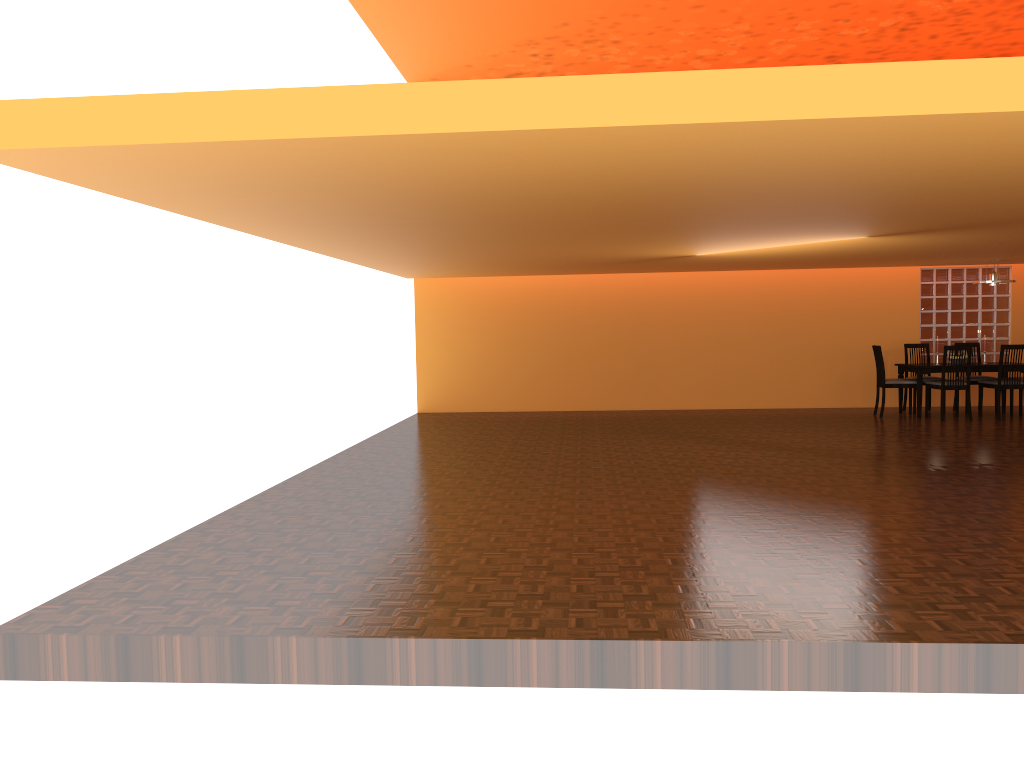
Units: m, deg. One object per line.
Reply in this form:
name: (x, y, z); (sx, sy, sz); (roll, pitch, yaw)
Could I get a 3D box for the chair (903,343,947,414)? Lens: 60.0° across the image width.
chair: (4.794, -0.066, 10.347); (0.373, 0.809, 0.465); (-1, 4, 5)

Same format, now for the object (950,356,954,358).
object: (4.907, -0.290, 9.879); (0.055, 0.046, 0.046); (-2, 4, -12)

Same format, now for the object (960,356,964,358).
object: (5.012, -0.278, 9.856); (0.066, 0.070, 0.055); (-2, 4, -14)

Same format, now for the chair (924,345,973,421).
chair: (4.731, -0.018, 9.584); (0.373, 0.809, 0.465); (-1, 4, 5)

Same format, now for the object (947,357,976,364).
object: (4.997, -0.259, 9.916); (0.337, 0.072, 0.337); (-3, 4, -29)

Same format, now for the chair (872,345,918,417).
chair: (4.322, -0.035, 10.000); (0.465, 0.809, 0.373); (-1, 4, 10)

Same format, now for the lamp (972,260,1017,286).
lamp: (5.336, -1.227, 9.815); (0.435, 0.274, 0.435); (1, 4, 27)

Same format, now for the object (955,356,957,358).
object: (4.972, -0.275, 9.947); (0.087, 0.076, 0.089); (0, 4, 11)

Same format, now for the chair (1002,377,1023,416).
chair: (5.779, -0.056, 9.873); (0.465, 0.809, 0.373); (-1, 4, 0)

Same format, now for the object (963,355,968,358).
object: (5.069, -0.295, 9.910); (0.069, 0.066, 0.069); (0, 4, 14)

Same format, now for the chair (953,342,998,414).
chair: (5.369, -0.074, 10.300); (0.373, 0.809, 0.465); (-1, 4, 5)

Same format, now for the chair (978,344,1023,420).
chair: (5.306, -0.026, 9.538); (0.373, 0.809, 0.465); (-1, 4, 5)

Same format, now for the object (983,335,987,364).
object: (5.274, -0.390, 9.888); (0.044, 0.326, 0.044); (-2, 4, -7)

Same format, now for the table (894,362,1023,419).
table: (5.043, 0.069, 9.920); (1.259, 0.584, 0.697); (-1, 4, 5)

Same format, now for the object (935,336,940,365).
object: (4.727, -0.376, 9.848); (0.044, 0.326, 0.044); (-2, 4, -7)
